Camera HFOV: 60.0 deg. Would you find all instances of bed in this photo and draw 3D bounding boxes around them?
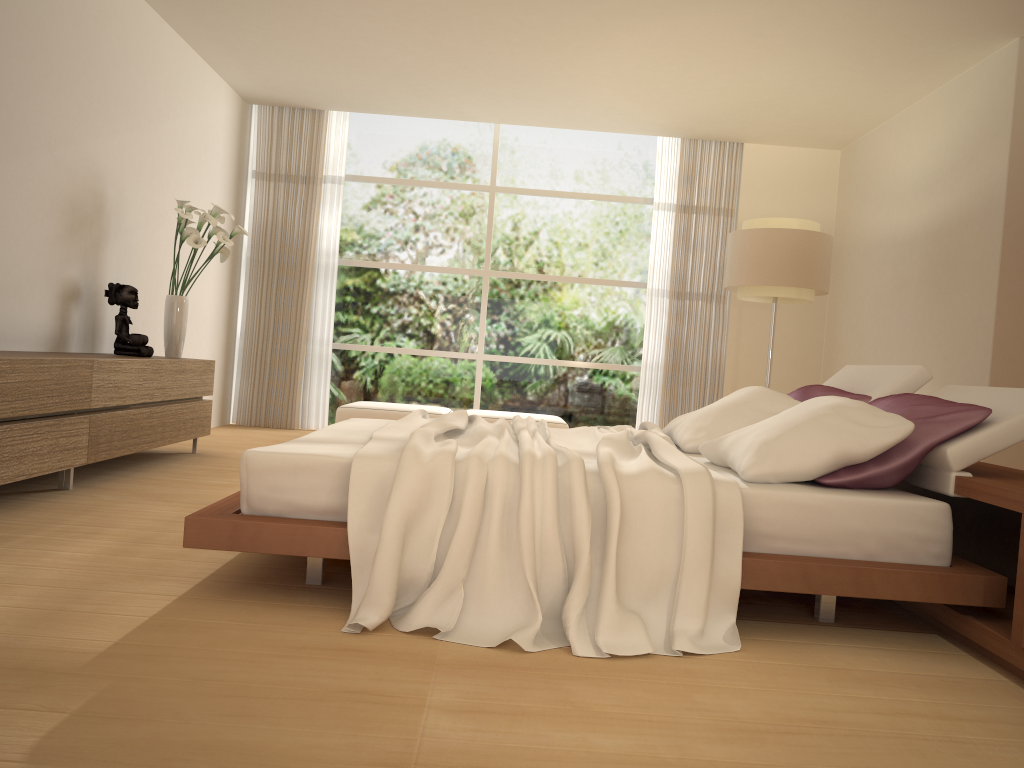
[{"bbox_3d":[0.259,0.447,3.730,2.535,0.570,2.599,4,1,-1],"label":"bed"}]

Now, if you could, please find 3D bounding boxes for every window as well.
[{"bbox_3d":[-0.259,-1.112,8.915,4.781,3.371,0.071,4,1,-1],"label":"window"}]

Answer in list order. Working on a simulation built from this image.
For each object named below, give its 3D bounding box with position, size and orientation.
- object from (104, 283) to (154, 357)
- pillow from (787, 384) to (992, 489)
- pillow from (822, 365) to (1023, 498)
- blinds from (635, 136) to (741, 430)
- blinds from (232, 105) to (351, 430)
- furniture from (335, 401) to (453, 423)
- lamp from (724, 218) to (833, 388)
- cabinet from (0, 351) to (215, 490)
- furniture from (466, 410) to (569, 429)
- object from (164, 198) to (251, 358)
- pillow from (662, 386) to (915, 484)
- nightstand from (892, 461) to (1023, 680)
[{"bbox_3d":[-2.395,-0.402,5.570,0.282,0.453,0.181,4,1,-1],"label":"object"},{"bbox_3d":[1.313,0.186,3.780,0.575,0.369,1.683,4,1,-1],"label":"pillow"},{"bbox_3d":[1.645,0.138,3.791,0.461,0.457,1.779,4,1,-1],"label":"pillow"},{"bbox_3d":[1.717,-0.947,8.625,0.814,3.351,0.202,4,1,-2],"label":"blinds"},{"bbox_3d":[-2.156,-1.241,8.641,0.950,3.352,0.211,4,1,-2],"label":"blinds"},{"bbox_3d":[-1.032,0.365,7.975,0.965,0.346,0.964,4,1,-1],"label":"furniture"},{"bbox_3d":[1.986,-0.217,6.811,0.817,2.018,0.817,6,2,42],"label":"lamp"},{"bbox_3d":[-2.404,0.183,4.430,0.588,0.662,3.713,4,1,-1],"label":"cabinet"},{"bbox_3d":[0.001,0.444,7.984,0.965,0.346,0.964,4,1,-1],"label":"furniture"},{"bbox_3d":[-2.131,-0.712,6.059,0.515,1.085,0.608,3,2,-43],"label":"object"},{"bbox_3d":[1.042,0.180,3.771,0.561,0.339,1.720,4,1,-1],"label":"pillow"},{"bbox_3d":[1.671,0.568,3.798,0.493,0.539,4.220,4,1,-1],"label":"nightstand"}]
